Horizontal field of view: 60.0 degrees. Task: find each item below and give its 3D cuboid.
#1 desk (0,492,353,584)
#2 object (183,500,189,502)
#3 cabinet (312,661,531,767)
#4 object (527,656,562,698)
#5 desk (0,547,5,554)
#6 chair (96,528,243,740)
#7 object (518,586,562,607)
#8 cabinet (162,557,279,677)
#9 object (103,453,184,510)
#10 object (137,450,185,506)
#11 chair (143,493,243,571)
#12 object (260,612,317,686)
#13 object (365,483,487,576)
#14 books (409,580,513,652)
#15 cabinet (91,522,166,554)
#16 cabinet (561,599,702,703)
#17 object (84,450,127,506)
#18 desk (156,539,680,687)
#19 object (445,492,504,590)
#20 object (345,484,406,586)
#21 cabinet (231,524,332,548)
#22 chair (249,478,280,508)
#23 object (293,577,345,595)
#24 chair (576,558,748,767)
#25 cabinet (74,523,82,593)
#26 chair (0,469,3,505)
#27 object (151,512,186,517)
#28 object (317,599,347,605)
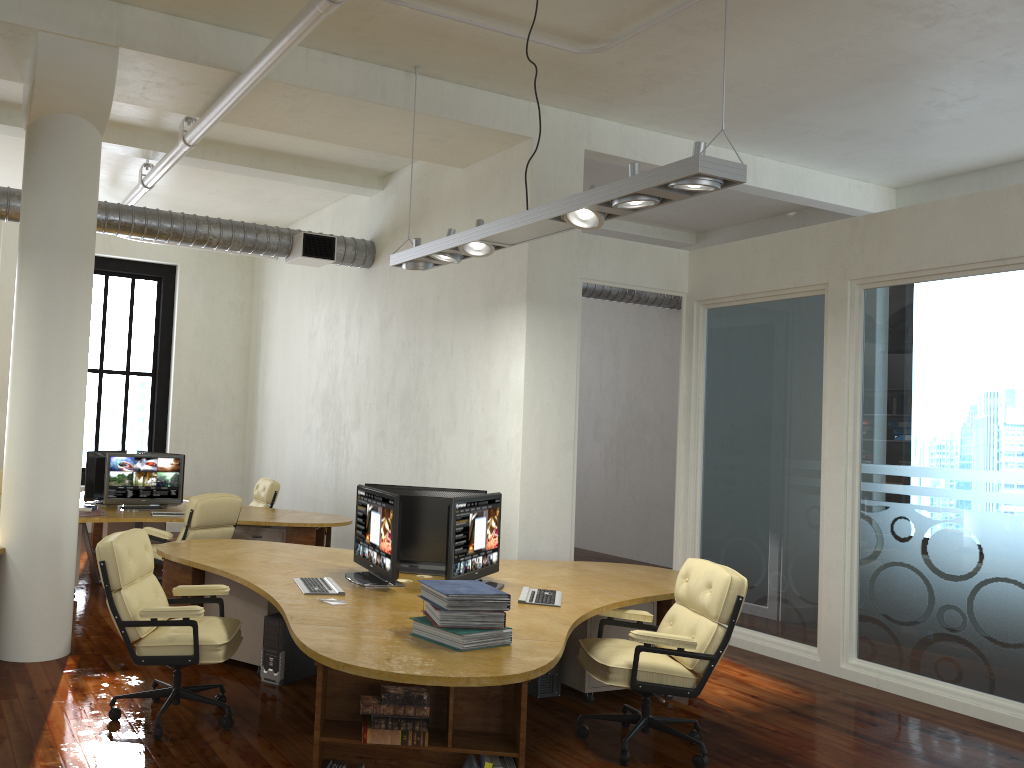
[{"bbox_3d":[-3.994,1.648,9.561,3.628,0.734,3.749,4,-4,-24],"label":"desk"},{"bbox_3d":[-3.476,1.317,9.903,0.523,0.016,0.207,0,-4,40],"label":"object"},{"bbox_3d":[-0.429,1.522,4.049,0.895,0.709,0.883,3,-3,0],"label":"cabinet"},{"bbox_3d":[0.103,1.803,5.894,0.166,0.411,0.520,4,-3,-33],"label":"object"},{"bbox_3d":[-5.259,1.330,5.086,3.639,0.734,3.750,2,-3,8],"label":"desk"},{"bbox_3d":[-1.888,1.346,4.941,0.788,1.020,0.711,2,-3,0],"label":"chair"},{"bbox_3d":[0.166,1.216,5.082,0.238,0.016,0.458,2,-3,7],"label":"object"},{"bbox_3d":[-1.880,1.583,6.321,0.971,0.709,0.807,1,-4,30],"label":"cabinet"},{"bbox_3d":[-3.696,0.981,8.923,0.737,0.552,0.317,5,-4,-33],"label":"object"},{"bbox_3d":[-3.780,1.011,9.512,0.887,0.552,0.264,0,-3,36],"label":"object"},{"bbox_3d":[-2.917,1.472,8.000,0.852,1.020,0.653,1,-3,30],"label":"chair"},{"bbox_3d":[-1.445,1.728,5.881,0.197,0.411,0.438,1,-3,28],"label":"object"},{"bbox_3d":[-0.583,0.954,5.844,0.834,0.552,0.281,2,-3,9],"label":"object"},{"bbox_3d":[-0.235,1.029,3.981,0.393,0.227,0.485,4,-3,-20],"label":"books"},{"bbox_3d":[-4.522,1.698,10.550,0.824,0.709,0.953,4,-3,-25],"label":"cabinet"},{"bbox_3d":[0.639,1.688,6.044,0.818,0.709,0.959,4,-4,-30],"label":"cabinet"},{"bbox_3d":[-4.260,0.975,9.300,0.301,0.552,0.779,2,-3,6],"label":"object"},{"bbox_3d":[-0.917,1.575,5.699,3.828,0.734,3.540,1,-4,30],"label":"desk"},{"bbox_3d":[-0.212,0.942,5.316,0.314,0.552,0.745,1,-3,22],"label":"object"},{"bbox_3d":[-0.840,0.916,5.399,0.273,0.552,0.858,4,-3,-24],"label":"object"},{"bbox_3d":[-2.332,1.710,8.911,0.914,0.709,0.863,2,-3,5],"label":"cabinet"},{"bbox_3d":[-3.142,1.591,10.269,0.726,1.020,0.768,4,-3,-25],"label":"chair"},{"bbox_3d":[-1.110,1.154,5.085,0.219,0.016,0.498,4,-3,-18],"label":"object"},{"bbox_3d":[0.778,1.469,4.853,0.775,1.020,0.724,3,-3,-5],"label":"chair"},{"bbox_3d":[-4.522,1.559,8.121,0.972,0.709,0.805,0,-4,35],"label":"cabinet"},{"bbox_3d":[-5.358,1.445,9.590,0.856,1.020,0.649,0,-4,35],"label":"chair"},{"bbox_3d":[-3.217,1.249,8.504,0.451,0.016,0.242,4,-3,-17],"label":"object"},{"bbox_3d":[-0.945,1.139,4.653,0.100,0.015,0.147,6,-4,-42],"label":"object"}]
